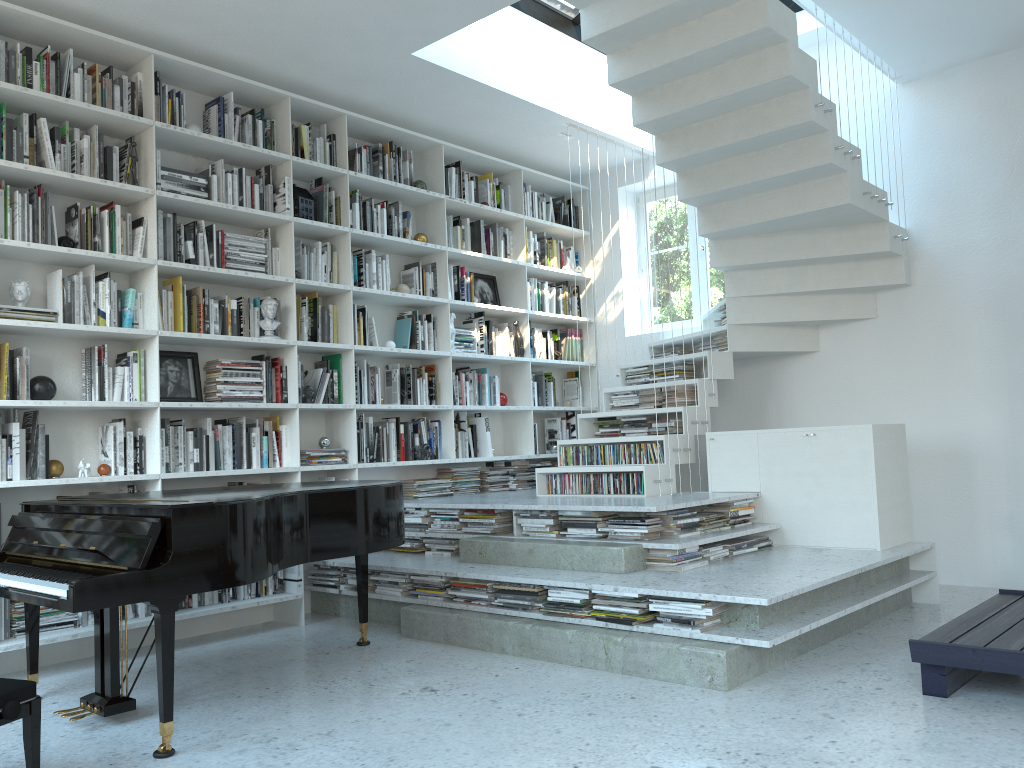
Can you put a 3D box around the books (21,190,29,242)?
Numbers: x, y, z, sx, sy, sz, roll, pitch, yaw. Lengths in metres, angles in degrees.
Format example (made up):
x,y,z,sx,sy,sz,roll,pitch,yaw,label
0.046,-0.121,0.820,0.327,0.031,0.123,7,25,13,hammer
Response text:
x,y,z,sx,sy,sz,roll,pitch,yaw,label
-2.375,-0.780,4.290,0.169,0.279,0.011,-6,-5,42,books

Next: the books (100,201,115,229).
x,y,z,sx,sy,sz,roll,pitch,yaw,label
-2.101,-0.782,4.603,0.165,0.303,0.006,-6,-5,42,books

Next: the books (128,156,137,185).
x,y,z,sx,sy,sz,roll,pitch,yaw,label
-2.046,-1.096,4.729,0.134,0.211,0.028,-6,-5,42,books

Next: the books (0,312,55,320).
x,y,z,sx,sy,sz,roll,pitch,yaw,label
-2.363,-0.316,4.261,0.161,0.012,0.254,-6,-5,37,books

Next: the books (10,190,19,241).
x,y,z,sx,sy,sz,roll,pitch,yaw,label
-2.398,-0.775,4.241,0.189,0.263,0.009,-6,-5,42,books

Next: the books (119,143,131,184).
x,y,z,sx,sy,sz,roll,pitch,yaw,label
-2.068,-1.125,4.671,0.167,0.263,0.055,-6,-5,42,books

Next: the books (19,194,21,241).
x,y,z,sx,sy,sz,roll,pitch,yaw,label
-2.392,-0.769,4.250,0.184,0.251,0.012,-6,-5,42,books

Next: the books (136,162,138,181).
x,y,z,sx,sy,sz,roll,pitch,yaw,label
-2.035,-1.086,4.750,0.098,0.194,0.019,-6,-5,42,books

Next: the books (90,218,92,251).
x,y,z,sx,sy,sz,roll,pitch,yaw,label
-2.178,-0.733,4.520,0.162,0.200,0.011,-6,-5,42,books

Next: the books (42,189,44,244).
x,y,z,sx,sy,sz,roll,pitch,yaw,label
-2.334,-0.790,4.356,0.162,0.305,0.005,-6,-5,42,books

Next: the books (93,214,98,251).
x,y,z,sx,sy,sz,roll,pitch,yaw,label
-2.149,-0.743,4.518,0.181,0.216,0.006,-6,-5,42,books

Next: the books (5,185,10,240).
x,y,z,sx,sy,sz,roll,pitch,yaw,label
-2.428,-0.785,4.219,0.184,0.283,0.010,-6,-5,42,books

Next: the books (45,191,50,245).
x,y,z,sx,sy,sz,roll,pitch,yaw,label
-2.310,-0.782,4.351,0.189,0.287,0.011,-6,-5,42,books

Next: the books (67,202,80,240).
x,y,z,sx,sy,sz,roll,pitch,yaw,label
-2.223,-0.771,4.495,0.129,0.275,0.012,-6,-5,42,books

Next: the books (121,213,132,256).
x,y,z,sx,sy,sz,roll,pitch,yaw,label
-2.043,-0.756,4.662,0.155,0.257,0.022,-6,-5,42,books

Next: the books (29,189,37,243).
x,y,z,sx,sy,sz,roll,pitch,yaw,label
-2.352,-0.786,4.314,0.176,0.291,0.011,-6,-5,42,books

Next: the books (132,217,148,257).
x,y,z,sx,sy,sz,roll,pitch,yaw,label
-1.998,-0.746,4.679,0.209,0.237,0.064,-6,-5,42,books

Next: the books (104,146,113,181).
x,y,z,sx,sy,sz,roll,pitch,yaw,label
-2.126,-1.105,4.604,0.182,0.217,0.030,-6,-5,42,books

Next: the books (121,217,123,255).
x,y,z,sx,sy,sz,roll,pitch,yaw,label
-2.077,-0.742,4.637,0.166,0.229,0.011,-6,-5,42,books

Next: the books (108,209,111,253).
x,y,z,sx,sy,sz,roll,pitch,yaw,label
-2.111,-0.763,4.596,0.142,0.265,0.004,-6,-5,42,books

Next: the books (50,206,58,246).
x,y,z,sx,sy,sz,roll,pitch,yaw,label
-2.292,-0.752,4.394,0.148,0.232,0.031,-6,-5,42,books

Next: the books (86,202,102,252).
x,y,z,sx,sy,sz,roll,pitch,yaw,label
-2.159,-0.775,4.560,0.155,0.287,0.033,-6,-5,42,books

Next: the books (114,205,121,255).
x,y,z,sx,sy,sz,roll,pitch,yaw,label
-2.088,-0.771,4.612,0.190,0.284,0.022,-6,-5,42,books

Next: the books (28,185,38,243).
x,y,z,sx,sy,sz,roll,pitch,yaw,label
-2.349,-0.799,4.338,0.153,0.320,0.004,-6,-5,42,books

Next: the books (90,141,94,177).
x,y,z,sx,sy,sz,roll,pitch,yaw,label
-2.184,-1.113,4.551,0.141,0.230,0.013,-6,-5,42,books

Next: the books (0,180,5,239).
x,y,z,sx,sy,sz,roll,pitch,yaw,label
-2.452,-0.801,4.227,0.154,0.317,0.011,-6,-5,42,books

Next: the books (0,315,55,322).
x,y,z,sx,sy,sz,roll,pitch,yaw,label
-2.364,-0.304,4.262,0.161,0.012,0.254,-6,-5,38,books

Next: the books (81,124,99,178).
x,y,z,sx,sy,sz,roll,pitch,yaw,label
-2.170,-1.154,4.555,0.183,0.313,0.011,-6,-5,42,books

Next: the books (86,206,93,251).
x,y,z,sx,sy,sz,roll,pitch,yaw,label
-2.179,-0.765,4.535,0.149,0.266,0.009,-6,-5,42,books

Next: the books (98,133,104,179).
x,y,z,sx,sy,sz,roll,pitch,yaw,label
-2.160,-1.140,4.600,0.146,0.290,0.022,-6,-5,42,books

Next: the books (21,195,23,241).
x,y,z,sx,sy,sz,roll,pitch,yaw,label
-2.395,-0.768,4.281,0.152,0.255,0.011,-6,-5,42,books

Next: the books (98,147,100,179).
x,y,z,sx,sy,sz,roll,pitch,yaw,label
-2.172,-1.102,4.579,0.150,0.213,0.024,-6,-5,42,books

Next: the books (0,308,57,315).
x,y,z,sx,sy,sz,roll,pitch,yaw,label
-2.369,-0.340,4.267,0.159,0.012,0.285,-6,-6,44,books

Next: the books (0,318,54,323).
x,y,z,sx,sy,sz,roll,pitch,yaw,label
-2.370,-0.291,4.267,0.161,0.012,0.254,-6,-6,42,books

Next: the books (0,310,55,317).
x,y,z,sx,sy,sz,roll,pitch,yaw,label
-2.367,-0.328,4.265,0.161,0.012,0.254,-6,-5,39,books

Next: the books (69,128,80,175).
x,y,z,sx,sy,sz,roll,pitch,yaw,label
-2.238,-1.141,4.507,0.137,0.286,0.026,-6,-5,42,books

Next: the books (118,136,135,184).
x,y,z,sx,sy,sz,roll,pitch,yaw,label
-2.058,-1.144,4.683,0.175,0.302,0.058,-6,-5,42,books

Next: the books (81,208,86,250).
x,y,z,sx,sy,sz,roll,pitch,yaw,label
-2.193,-0.755,4.485,0.174,0.240,0.005,-6,-5,42,books

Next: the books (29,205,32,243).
x,y,z,sx,sy,sz,roll,pitch,yaw,label
-2.361,-0.746,4.291,0.181,0.209,0.011,-6,-5,42,books

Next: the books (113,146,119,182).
x,y,z,sx,sy,sz,roll,pitch,yaw,label
-2.108,-1.111,4.653,0.153,0.237,0.025,-6,-5,42,books

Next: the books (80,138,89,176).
x,y,z,sx,sy,sz,roll,pitch,yaw,label
-2.203,-1.113,4.507,0.191,0.226,0.021,-6,-5,42,books

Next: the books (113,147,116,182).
x,y,z,sx,sy,sz,roll,pitch,yaw,label
-2.112,-1.106,4.626,0.161,0.222,0.022,-6,-5,42,books

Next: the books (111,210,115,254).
x,y,z,sx,sy,sz,roll,pitch,yaw,label
-2.103,-0.757,4.595,0.180,0.253,0.006,-6,-5,42,books

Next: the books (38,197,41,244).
x,y,z,sx,sy,sz,roll,pitch,yaw,label
-2.338,-0.770,4.336,0.158,0.261,0.010,-6,-5,42,books

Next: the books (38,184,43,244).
x,y,z,sx,sy,sz,roll,pitch,yaw,label
-2.338,-0.803,4.354,0.161,0.331,0.005,-6,-5,42,books

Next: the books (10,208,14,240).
x,y,z,sx,sy,sz,roll,pitch,yaw,label
-2.426,-0.735,4.242,0.149,0.186,0.029,-6,-5,42,books

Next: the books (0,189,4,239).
x,y,z,sx,sy,sz,roll,pitch,yaw,label
-2.453,-0.775,4.204,0.177,0.262,0.024,-6,-5,42,books

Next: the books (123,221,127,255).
x,y,z,sx,sy,sz,roll,pitch,yaw,label
-2.065,-0.735,4.650,0.142,0.216,0.024,-6,-5,42,books

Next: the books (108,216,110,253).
x,y,z,sx,sy,sz,roll,pitch,yaw,label
-2.118,-0.757,4.588,0.139,0.253,0.017,-6,-5,42,books

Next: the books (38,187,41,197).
x,y,z,sx,sy,sz,roll,pitch,yaw,label
-2.344,-0.796,4.352,0.157,0.316,0.005,-6,-5,42,books

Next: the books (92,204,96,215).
x,y,z,sx,sy,sz,roll,pitch,yaw,label
-2.163,-0.770,4.538,0.157,0.275,0.005,-6,-5,42,books

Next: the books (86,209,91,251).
x,y,z,sx,sy,sz,roll,pitch,yaw,label
-2.174,-0.753,4.493,0.178,0.236,0.005,-6,-5,42,books

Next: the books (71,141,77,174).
x,y,z,sx,sy,sz,roll,pitch,yaw,label
-2.239,-1.104,4.483,0.173,0.208,0.010,-6,-5,42,books

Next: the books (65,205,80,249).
x,y,z,sx,sy,sz,roll,pitch,yaw,label
-2.222,-0.761,4.483,0.161,0.254,0.005,-6,-5,42,books

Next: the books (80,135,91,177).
x,y,z,sx,sy,sz,roll,pitch,yaw,label
-2.201,-1.128,4.539,0.135,0.260,0.028,-6,-5,42,books

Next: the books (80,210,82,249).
x,y,z,sx,sy,sz,roll,pitch,yaw,label
-2.214,-0.753,4.498,0.146,0.239,0.005,-6,-5,42,books

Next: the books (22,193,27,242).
x,y,z,sx,sy,sz,roll,pitch,yaw,label
-2.377,-0.772,4.278,0.180,0.261,0.009,-6,-5,42,books

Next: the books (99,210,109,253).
x,y,z,sx,sy,sz,roll,pitch,yaw,label
-2.117,-0.755,4.553,0.189,0.243,0.013,-6,-5,42,books
